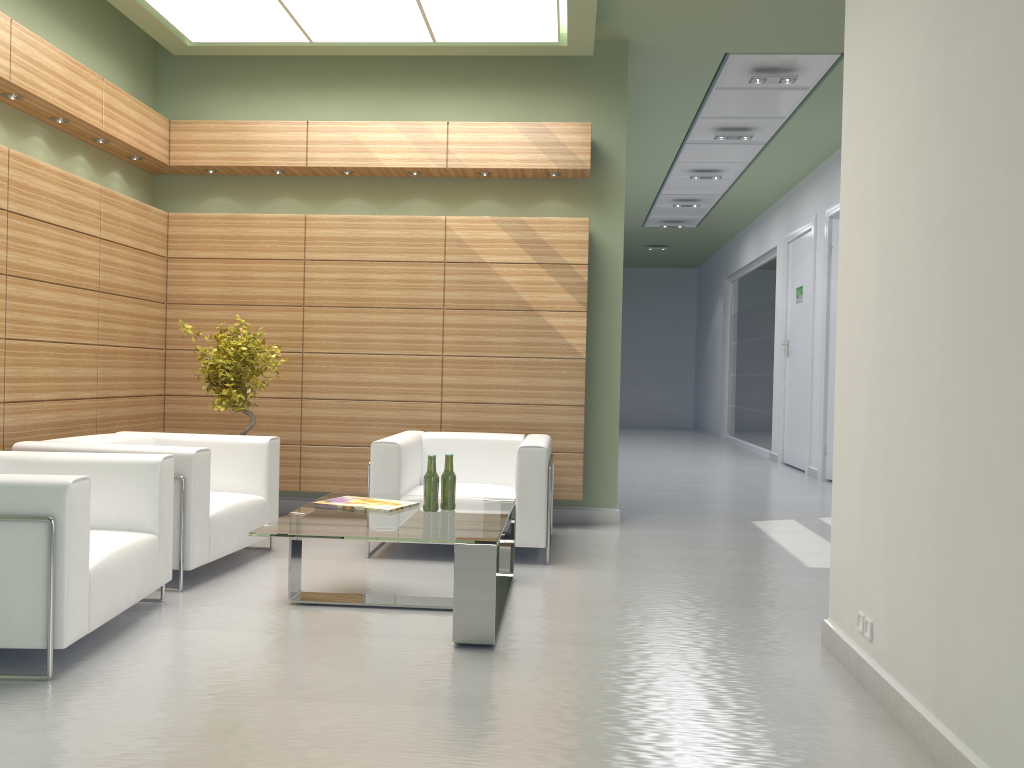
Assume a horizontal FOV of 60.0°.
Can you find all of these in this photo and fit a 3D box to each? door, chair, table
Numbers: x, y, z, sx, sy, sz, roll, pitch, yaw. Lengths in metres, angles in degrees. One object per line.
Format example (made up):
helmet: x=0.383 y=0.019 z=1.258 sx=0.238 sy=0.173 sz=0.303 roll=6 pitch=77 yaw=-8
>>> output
door: x=6.272 y=-0.715 z=19.533 sx=0.250 sy=5.083 sz=2.089 roll=1 pitch=1 yaw=4
chair: x=-3.608 y=1.167 z=6.316 sx=1.802 sy=1.234 sz=1.894 roll=1 pitch=1 yaw=-1
chair: x=-3.442 y=1.148 z=8.635 sx=1.769 sy=1.234 sz=1.894 roll=1 pitch=1 yaw=9
chair: x=-0.501 y=1.205 z=9.890 sx=1.894 sy=1.234 sz=1.802 roll=1 pitch=1 yaw=4
table: x=-0.930 y=1.440 z=7.347 sx=1.783 sy=0.742 sz=2.197 roll=1 pitch=1 yaw=4
door: x=6.650 y=-0.673 z=16.296 sx=0.134 sy=5.083 sz=2.089 roll=1 pitch=1 yaw=-26

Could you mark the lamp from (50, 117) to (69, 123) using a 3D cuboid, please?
lamp: x=-4.780 y=-2.813 z=9.377 sx=0.181 sy=0.074 sz=0.181 roll=1 pitch=1 yaw=-13

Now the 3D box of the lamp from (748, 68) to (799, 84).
lamp: x=3.748 y=-4.423 z=12.738 sx=0.657 sy=0.159 sz=0.286 roll=1 pitch=1 yaw=4

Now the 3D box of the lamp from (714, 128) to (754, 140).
lamp: x=3.945 y=-4.449 z=15.784 sx=0.657 sy=0.159 sz=0.286 roll=1 pitch=1 yaw=4

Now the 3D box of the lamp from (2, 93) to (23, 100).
lamp: x=-4.832 y=-2.806 z=8.580 sx=0.181 sy=0.074 sz=0.181 roll=1 pitch=1 yaw=-13

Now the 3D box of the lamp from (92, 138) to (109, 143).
lamp: x=-4.728 y=-2.820 z=10.196 sx=0.181 sy=0.074 sz=0.181 roll=1 pitch=1 yaw=-24

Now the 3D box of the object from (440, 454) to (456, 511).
object: x=-0.541 y=0.837 z=7.568 sx=0.131 sy=0.475 sz=0.131 roll=1 pitch=1 yaw=-31

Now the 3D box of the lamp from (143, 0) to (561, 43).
lamp: x=-1.860 y=-4.320 z=8.341 sx=4.571 sy=0.325 sz=5.060 roll=1 pitch=1 yaw=4

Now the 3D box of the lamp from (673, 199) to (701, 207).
lamp: x=4.352 y=-4.503 z=22.093 sx=0.657 sy=0.159 sz=0.286 roll=1 pitch=1 yaw=4

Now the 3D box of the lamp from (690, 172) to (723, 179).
lamp: x=4.150 y=-4.476 z=18.965 sx=0.657 sy=0.159 sz=0.286 roll=1 pitch=1 yaw=4

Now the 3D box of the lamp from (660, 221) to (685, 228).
lamp: x=4.548 y=-4.529 z=25.134 sx=0.657 sy=0.159 sz=0.286 roll=1 pitch=1 yaw=4

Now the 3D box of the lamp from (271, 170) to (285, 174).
lamp: x=-3.048 y=-2.794 z=11.566 sx=0.181 sy=0.074 sz=0.181 roll=1 pitch=1 yaw=-2

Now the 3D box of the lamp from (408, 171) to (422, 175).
lamp: x=-1.252 y=-2.750 z=11.450 sx=0.181 sy=0.074 sz=0.181 roll=1 pitch=1 yaw=-2

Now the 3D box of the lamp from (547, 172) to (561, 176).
lamp: x=0.532 y=-2.706 z=11.335 sx=0.181 sy=0.074 sz=0.181 roll=1 pitch=1 yaw=-2

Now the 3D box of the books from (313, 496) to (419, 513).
books: x=-1.264 y=1.043 z=7.717 sx=0.762 sy=0.025 sz=0.508 roll=2 pitch=1 yaw=24

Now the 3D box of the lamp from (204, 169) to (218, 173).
lamp: x=-3.945 y=-2.816 z=11.623 sx=0.181 sy=0.074 sz=0.181 roll=1 pitch=1 yaw=-2

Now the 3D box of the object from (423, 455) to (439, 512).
object: x=-0.678 y=0.834 z=7.456 sx=0.131 sy=0.475 sz=0.131 roll=1 pitch=1 yaw=-31

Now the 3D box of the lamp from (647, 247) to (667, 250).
lamp: x=4.836 y=-4.567 z=29.588 sx=0.657 sy=0.159 sz=0.286 roll=1 pitch=1 yaw=4

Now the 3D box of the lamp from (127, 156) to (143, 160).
lamp: x=-4.676 y=-2.827 z=11.002 sx=0.181 sy=0.074 sz=0.181 roll=1 pitch=1 yaw=-13

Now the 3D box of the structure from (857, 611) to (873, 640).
structure: x=2.268 y=1.551 z=5.702 sx=0.017 sy=0.118 sz=0.262 roll=1 pitch=1 yaw=4

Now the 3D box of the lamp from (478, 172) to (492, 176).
lamp: x=-0.351 y=-2.728 z=11.392 sx=0.181 sy=0.074 sz=0.181 roll=1 pitch=1 yaw=-36

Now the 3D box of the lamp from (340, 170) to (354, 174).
lamp: x=-2.141 y=-2.772 z=11.507 sx=0.181 sy=0.074 sz=0.181 roll=1 pitch=1 yaw=-36

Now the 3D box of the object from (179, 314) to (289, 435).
object: x=-3.278 y=0.461 z=10.256 sx=1.201 sy=2.565 sz=1.116 roll=1 pitch=1 yaw=-28
